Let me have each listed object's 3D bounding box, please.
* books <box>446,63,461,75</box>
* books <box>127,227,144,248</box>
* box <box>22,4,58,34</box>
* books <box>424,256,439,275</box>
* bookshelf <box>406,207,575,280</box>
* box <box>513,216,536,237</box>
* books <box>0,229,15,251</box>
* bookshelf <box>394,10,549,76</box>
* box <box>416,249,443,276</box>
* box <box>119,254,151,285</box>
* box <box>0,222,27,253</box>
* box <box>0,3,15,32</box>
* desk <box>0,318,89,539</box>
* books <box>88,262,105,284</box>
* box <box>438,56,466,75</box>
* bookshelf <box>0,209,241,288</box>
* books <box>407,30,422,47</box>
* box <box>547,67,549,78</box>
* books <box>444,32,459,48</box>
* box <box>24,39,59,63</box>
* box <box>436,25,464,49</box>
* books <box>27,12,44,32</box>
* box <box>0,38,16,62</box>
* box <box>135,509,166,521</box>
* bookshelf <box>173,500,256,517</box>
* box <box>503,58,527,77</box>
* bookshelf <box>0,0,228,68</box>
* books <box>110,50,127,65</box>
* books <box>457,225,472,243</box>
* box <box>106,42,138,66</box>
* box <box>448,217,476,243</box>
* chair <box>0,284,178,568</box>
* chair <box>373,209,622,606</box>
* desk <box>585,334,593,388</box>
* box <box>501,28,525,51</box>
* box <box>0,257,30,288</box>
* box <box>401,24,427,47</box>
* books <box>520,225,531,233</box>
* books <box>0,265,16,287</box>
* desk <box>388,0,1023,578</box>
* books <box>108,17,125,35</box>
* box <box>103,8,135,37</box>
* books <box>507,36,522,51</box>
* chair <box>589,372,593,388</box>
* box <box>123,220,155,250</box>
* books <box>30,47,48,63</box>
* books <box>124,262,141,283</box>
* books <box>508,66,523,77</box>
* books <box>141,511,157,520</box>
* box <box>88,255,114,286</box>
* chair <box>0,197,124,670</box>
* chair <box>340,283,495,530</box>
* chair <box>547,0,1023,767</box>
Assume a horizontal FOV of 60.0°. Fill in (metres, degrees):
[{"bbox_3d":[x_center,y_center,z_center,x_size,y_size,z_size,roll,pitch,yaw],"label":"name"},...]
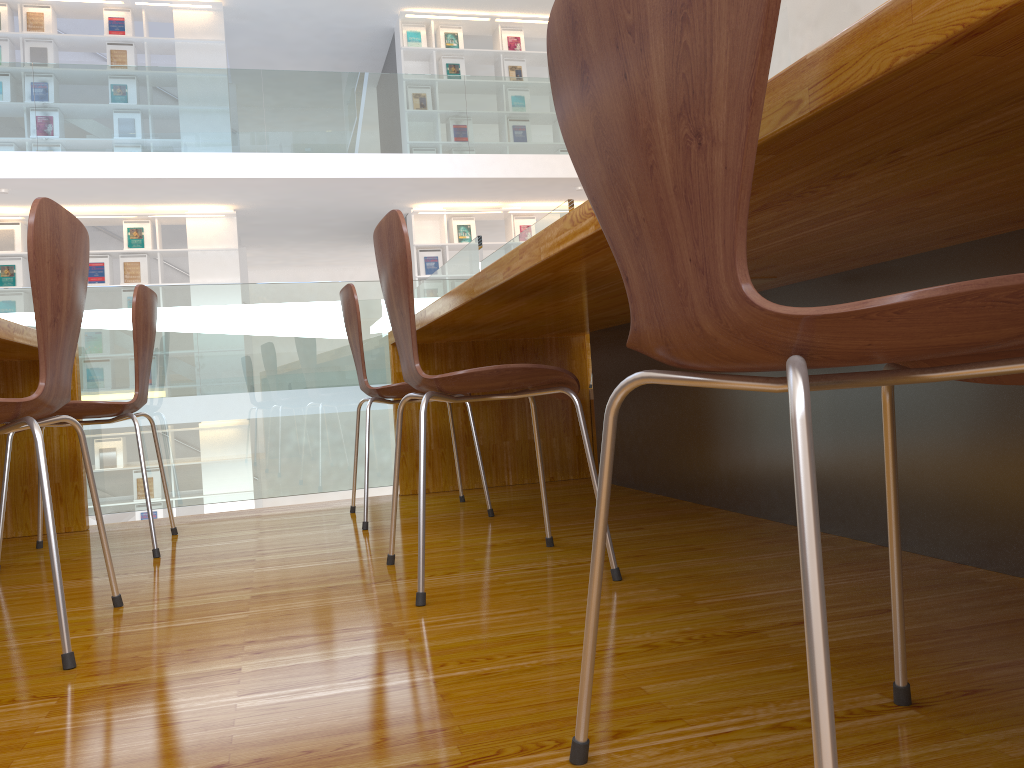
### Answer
[{"bbox_3d":[-0.619,-3.295,9.401,0.145,0.210,0.037,-4,-1,-15],"label":"books"},{"bbox_3d":[-3.602,-1.395,8.490,0.145,0.210,0.037,-4,-1,-15],"label":"books"},{"bbox_3d":[-4.482,-3.420,8.419,0.245,0.296,0.274,-4,-1,-15],"label":"box"},{"bbox_3d":[-0.839,-1.231,9.289,0.145,0.210,0.037,-4,-1,-15],"label":"books"},{"bbox_3d":[0.428,-1.008,9.659,2.984,1.836,0.498,-4,-1,-15],"label":"bookshelf"},{"bbox_3d":[0.128,-1.663,9.665,0.245,0.296,0.274,-4,-1,-15],"label":"box"},{"bbox_3d":[-4.683,-1.326,8.200,0.145,0.210,0.037,-4,-1,-15],"label":"books"},{"bbox_3d":[0.293,-3.050,9.677,2.984,1.836,0.498,-4,-1,-15],"label":"bookshelf"},{"bbox_3d":[-0.872,-1.269,9.390,0.245,0.296,0.274,-4,-1,-15],"label":"box"},{"bbox_3d":[-3.645,-1.092,8.581,0.245,0.296,0.274,-4,-1,-15],"label":"box"},{"bbox_3d":[-4.708,-1.354,8.304,0.245,0.296,0.274,-4,-1,-15],"label":"box"},{"bbox_3d":[-4.843,-3.396,8.322,0.245,0.296,0.274,-4,-1,-15],"label":"box"},{"bbox_3d":[-1.565,0.373,1.167,1.248,1.022,3.216,-4,-1,-15],"label":"desk"},{"bbox_3d":[-3.935,-1.046,8.395,0.145,0.210,0.037,-4,-1,-15],"label":"books"},{"bbox_3d":[-0.638,-3.336,9.507,0.245,0.296,0.274,-4,-1,-15],"label":"box"},{"bbox_3d":[-4.454,-0.697,8.352,3.666,1.836,0.498,-4,-1,-15],"label":"bookshelf"},{"bbox_3d":[-1.024,-3.607,9.305,0.145,0.210,0.037,-4,-1,-15],"label":"books"},{"bbox_3d":[0.560,-3.410,9.829,0.245,0.296,0.274,-4,-1,-15],"label":"box"},{"bbox_3d":[-0.637,-3.628,9.408,0.145,0.210,0.037,-4,-1,-15],"label":"books"},{"bbox_3d":[-4.464,-3.091,8.415,0.245,0.296,0.274,-4,-1,-15],"label":"box"},{"bbox_3d":[-0.661,-3.662,9.509,0.245,0.296,0.274,-4,-1,-15],"label":"box"},{"bbox_3d":[-4.468,-3.383,8.314,0.145,0.210,0.037,-4,-1,-15],"label":"books"},{"bbox_3d":[-4.827,-3.068,8.317,0.245,0.296,0.274,-4,-1,-15],"label":"box"},{"bbox_3d":[-3.486,1.292,8.561,0.245,0.296,0.274,-4,-1,-15],"label":"box"},{"bbox_3d":[-4.332,1.361,8.383,3.666,1.836,0.397,-4,-1,-15],"label":"bookshelf"},{"bbox_3d":[0.018,-3.376,9.683,0.245,0.296,0.274,-4,-1,-15],"label":"box"},{"bbox_3d":[-4.589,-2.739,8.370,3.666,1.836,0.498,-4,-1,-15],"label":"bookshelf"},{"bbox_3d":[-3.765,-3.098,8.494,0.145,0.210,0.037,-4,-1,-15],"label":"books"},{"bbox_3d":[-0.502,-1.582,9.391,0.145,0.210,0.037,-4,-1,-15],"label":"books"},{"bbox_3d":[-3.780,-3.134,8.599,0.245,0.296,0.274,-4,-1,-15],"label":"box"},{"bbox_3d":[-0.527,-1.619,9.492,0.245,0.296,0.274,-4,-1,-15],"label":"box"},{"bbox_3d":[-1.134,0.104,2.366,0.381,0.693,0.428,-4,-1,-15],"label":"chair"},{"bbox_3d":[-0.058,0.028,1.765,0.381,0.693,0.428,-4,-1,-15],"label":"chair"},{"bbox_3d":[1.460,-0.417,5.691,3.196,0.757,1.248,-4,-1,-15],"label":"desk"},{"bbox_3d":[-0.007,-3.705,9.683,0.245,0.296,0.274,-4,-1,-15],"label":"box"},{"bbox_3d":[-4.693,-1.026,8.300,0.245,0.296,0.274,-4,-1,-15],"label":"box"},{"bbox_3d":[-1.044,-3.637,9.407,0.245,0.296,0.274,-4,-1,-15],"label":"box"},{"bbox_3d":[0.162,-1.609,9.569,0.145,0.210,0.037,-4,-1,-15],"label":"books"},{"bbox_3d":[-4.668,-0.996,8.195,0.145,0.210,0.037,-4,-1,-15],"label":"books"},{"bbox_3d":[0.356,0.043,1.778,0.760,0.606,3.356,-4,-1,-15],"label":"desk"},{"bbox_3d":[-3.786,-3.412,8.497,0.145,0.210,0.037,-4,-1,-15],"label":"books"},{"bbox_3d":[-3.808,-3.462,8.600,0.245,0.296,0.274,-4,-1,-15],"label":"box"},{"bbox_3d":[0.027,-3.654,9.586,0.145,0.210,0.037,-4,-1,-15],"label":"books"},{"bbox_3d":[0.654,-0.338,4.769,0.428,0.693,0.381,-4,-1,-15],"label":"chair"},{"bbox_3d":[-3.619,-1.424,8.597,0.245,0.296,0.274,-4,-1,-15],"label":"box"},{"bbox_3d":[-4.434,-3.053,8.312,0.145,0.210,0.037,-4,-1,-15],"label":"books"},{"bbox_3d":[-3.630,-1.062,8.477,0.145,0.210,0.037,-4,-1,-15],"label":"books"},{"bbox_3d":[0.042,-3.335,9.579,0.145,0.210,0.037,-4,-1,-15],"label":"books"},{"bbox_3d":[-3.459,1.327,8.457,0.145,0.210,0.037,-4,-1,-15],"label":"books"},{"bbox_3d":[-3.973,-1.074,8.493,0.245,0.296,0.274,-4,-1,-15],"label":"box"},{"bbox_3d":[-0.884,0.080,1.428,0.381,0.693,0.428,-4,-1,-15],"label":"chair"},{"bbox_3d":[-0.309,0.053,2.703,0.381,0.693,0.428,-4,-1,-15],"label":"chair"},{"bbox_3d":[0.267,-0.003,0.694,0.381,0.693,0.428,-4,-1,-15],"label":"chair"}]
